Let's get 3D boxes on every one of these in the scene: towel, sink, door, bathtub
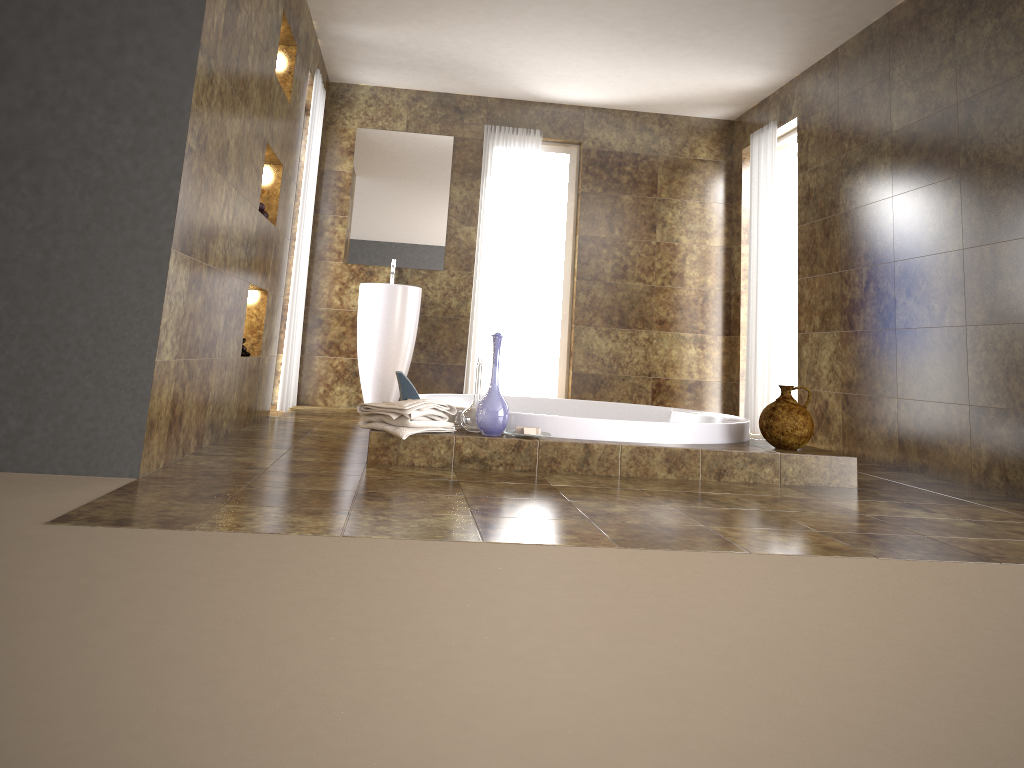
[{"bbox_3d":[-0.430,0.131,3.516,0.339,0.154,0.315,3,-1,38],"label":"towel"},{"bbox_3d":[-0.919,-0.377,6.347,0.458,1.167,0.423,4,-9,-4],"label":"sink"},{"bbox_3d":[2.394,-0.706,6.537,0.960,2.287,0.038,-1,-12,26],"label":"door"},{"bbox_3d":[0.313,0.261,4.435,1.753,0.536,1.712,4,1,24],"label":"bathtub"}]

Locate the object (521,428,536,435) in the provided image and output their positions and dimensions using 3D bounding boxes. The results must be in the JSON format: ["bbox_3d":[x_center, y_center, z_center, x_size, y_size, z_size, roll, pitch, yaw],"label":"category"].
[{"bbox_3d":[0.067,0.190,3.461,0.053,0.035,0.072,4,-1,-6],"label":"object"}]

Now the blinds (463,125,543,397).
[{"bbox_3d":[-0.052,-0.927,6.740,0.518,2.325,0.065,5,-11,-6],"label":"blinds"}]

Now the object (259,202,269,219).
[{"bbox_3d":[-1.374,-1.019,4.602,0.174,0.292,0.108,4,-9,-6],"label":"object"}]

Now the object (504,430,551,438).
[{"bbox_3d":[0.063,0.208,3.516,0.189,0.019,0.187,3,2,-18],"label":"object"}]

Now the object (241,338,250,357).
[{"bbox_3d":[-1.409,-0.282,4.438,0.152,0.281,0.147,4,-8,-6],"label":"object"}]

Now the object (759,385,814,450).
[{"bbox_3d":[1.201,0.144,3.786,0.226,0.282,0.227,8,-7,-35],"label":"object"}]

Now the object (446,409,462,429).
[{"bbox_3d":[-0.302,0.149,3.732,0.168,0.077,0.168,4,-1,-25],"label":"object"}]

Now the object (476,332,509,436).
[{"bbox_3d":[-0.071,-0.003,3.534,0.136,0.431,0.131,3,-10,1],"label":"object"}]

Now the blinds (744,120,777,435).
[{"bbox_3d":[1.810,-0.788,6.299,0.069,2.338,0.468,5,-10,-7],"label":"blinds"}]

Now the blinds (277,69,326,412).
[{"bbox_3d":[-1.399,-0.981,5.852,0.067,2.337,0.581,5,-10,-7],"label":"blinds"}]

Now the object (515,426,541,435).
[{"bbox_3d":[0.066,0.191,3.530,0.101,0.033,0.060,4,-1,9],"label":"object"}]

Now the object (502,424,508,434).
[{"bbox_3d":[-0.046,0.148,3.634,0.056,0.118,0.057,12,-12,-44],"label":"object"}]

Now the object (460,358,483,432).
[{"bbox_3d":[-0.147,0.044,3.652,0.130,0.316,0.125,3,-9,1],"label":"object"}]

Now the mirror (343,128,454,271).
[{"bbox_3d":[-0.880,-1.452,6.770,0.766,1.121,0.008,4,-11,-6],"label":"mirror"}]

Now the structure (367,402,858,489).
[{"bbox_3d":[0.314,0.269,4.435,2.000,0.127,1.970,3,2,-7],"label":"structure"}]
